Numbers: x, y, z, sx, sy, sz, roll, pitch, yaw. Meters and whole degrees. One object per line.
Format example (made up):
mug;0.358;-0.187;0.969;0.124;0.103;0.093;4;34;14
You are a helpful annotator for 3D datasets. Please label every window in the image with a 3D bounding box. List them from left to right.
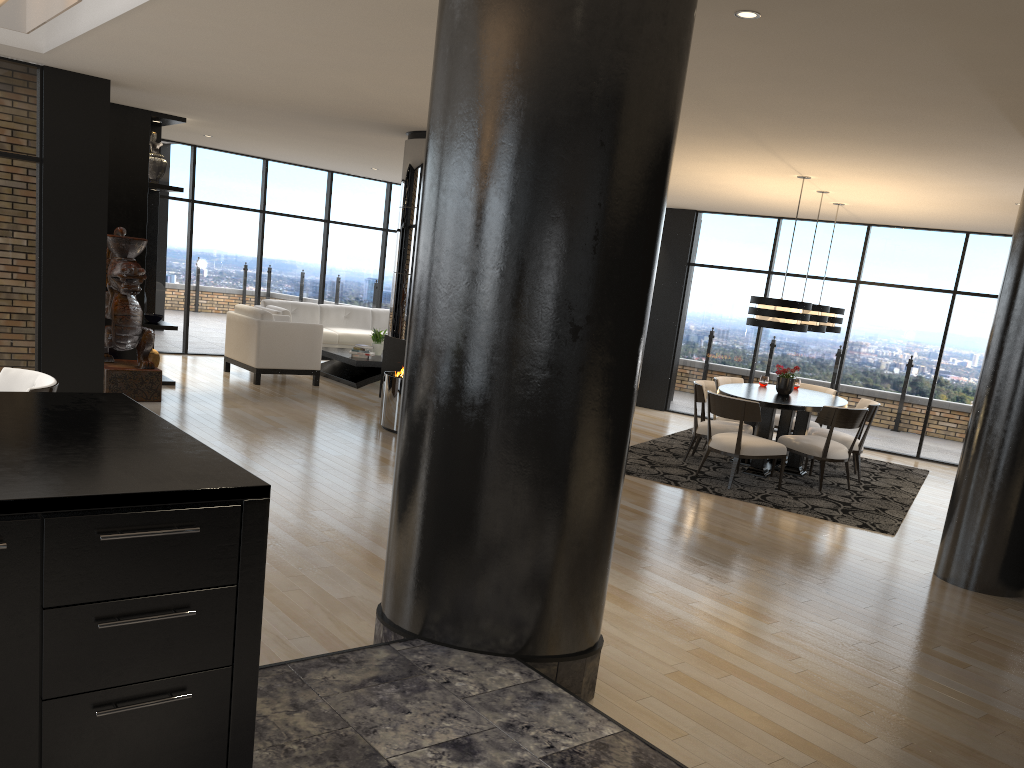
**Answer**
window;-2.009;-1.910;6.755;10.011;4.868;15.817;13;10;37

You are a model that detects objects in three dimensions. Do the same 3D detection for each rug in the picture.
rug;2.674;0.857;9.058;2.694;0.011;3.693;11;8;28

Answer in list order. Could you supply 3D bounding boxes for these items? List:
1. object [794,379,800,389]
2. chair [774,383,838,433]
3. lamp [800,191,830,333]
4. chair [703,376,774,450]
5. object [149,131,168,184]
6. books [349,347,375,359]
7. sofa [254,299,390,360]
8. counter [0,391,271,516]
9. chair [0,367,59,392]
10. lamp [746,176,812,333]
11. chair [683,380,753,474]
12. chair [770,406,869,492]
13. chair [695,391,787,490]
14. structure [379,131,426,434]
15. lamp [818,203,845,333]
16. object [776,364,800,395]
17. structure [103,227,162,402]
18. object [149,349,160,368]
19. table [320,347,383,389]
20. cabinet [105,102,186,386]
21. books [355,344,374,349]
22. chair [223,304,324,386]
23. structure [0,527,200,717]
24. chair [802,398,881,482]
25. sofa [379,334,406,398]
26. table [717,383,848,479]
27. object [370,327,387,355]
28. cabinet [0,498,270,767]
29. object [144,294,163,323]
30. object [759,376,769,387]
object;3.088;-0.002;9.613;0.095;0.108;0.093;6;10;-6
chair;3.179;0.413;9.852;0.615;0.820;0.633;-2;13;-40
lamp;2.907;-1.198;8.616;0.531;1.352;0.530;13;13;27
chair;2.431;0.365;9.476;0.609;0.820;0.639;15;13;37
object;-3.718;-2.352;9.195;0.244;0.554;0.241;8;11;5
books;-1.898;-0.401;11.203;0.307;0.128;0.220;7;8;-1
sofa;-2.365;-0.695;12.987;2.693;0.870;0.841;1;11;-39
counter;-2.123;0.114;1.474;3.112;0.032;1.162;1;9;-39
chair;-3.030;0.287;5.138;0.683;0.687;0.793;-1;12;-39
lamp;2.469;-1.157;7.840;0.531;1.352;0.530;13;13;27
chair;2.039;0.411;8.714;0.612;0.820;0.635;11;11;21
chair;2.916;0.571;8.306;0.643;0.820;0.605;0;12;-33
chair;2.038;0.509;7.921;0.616;0.820;0.631;0;12;-33
structure;-0.744;-0.881;8.287;0.881;2.791;0.583;16;15;37
lamp;3.346;-1.239;9.392;0.531;1.352;0.530;13;13;27
object;2.731;-0.047;8.830;0.226;0.303;0.236;13;12;30
structure;-3.701;-0.678;8.443;0.516;1.622;0.719;-2;15;-39
object;-3.958;-0.337;9.629;0.223;0.503;0.218;5;12;-12
table;-1.523;-0.201;11.940;2.030;0.357;1.245;1;9;-39
cabinet;-4.710;-1.571;9.854;1.184;2.789;2.620;-2;13;-38
books;-1.872;-0.474;11.183;0.182;0.027;0.154;13;9;41
chair;-2.902;-0.488;10.772;0.854;0.871;0.986;-1;12;-39
structure;-1.950;0.236;1.269;2.774;1.036;0.645;1;12;-39
chair;3.337;0.541;8.978;0.614;0.820;0.634;10;10;14
sofa;-0.498;-0.152;10.704;2.030;0.817;0.825;1;11;-39
table;2.677;0.482;8.929;1.198;0.782;2.091;12;9;30
object;-1.769;-0.566;11.664;0.283;0.376;0.212;10;11;13
cabinet;-2.188;0.643;1.588;3.112;1.056;1.161;1;11;-39
object;-3.893;-0.832;9.513;0.212;0.318;0.368;-2;13;-41
object;2.692;-0.030;9.434;0.094;0.108;0.095;15;13;38
